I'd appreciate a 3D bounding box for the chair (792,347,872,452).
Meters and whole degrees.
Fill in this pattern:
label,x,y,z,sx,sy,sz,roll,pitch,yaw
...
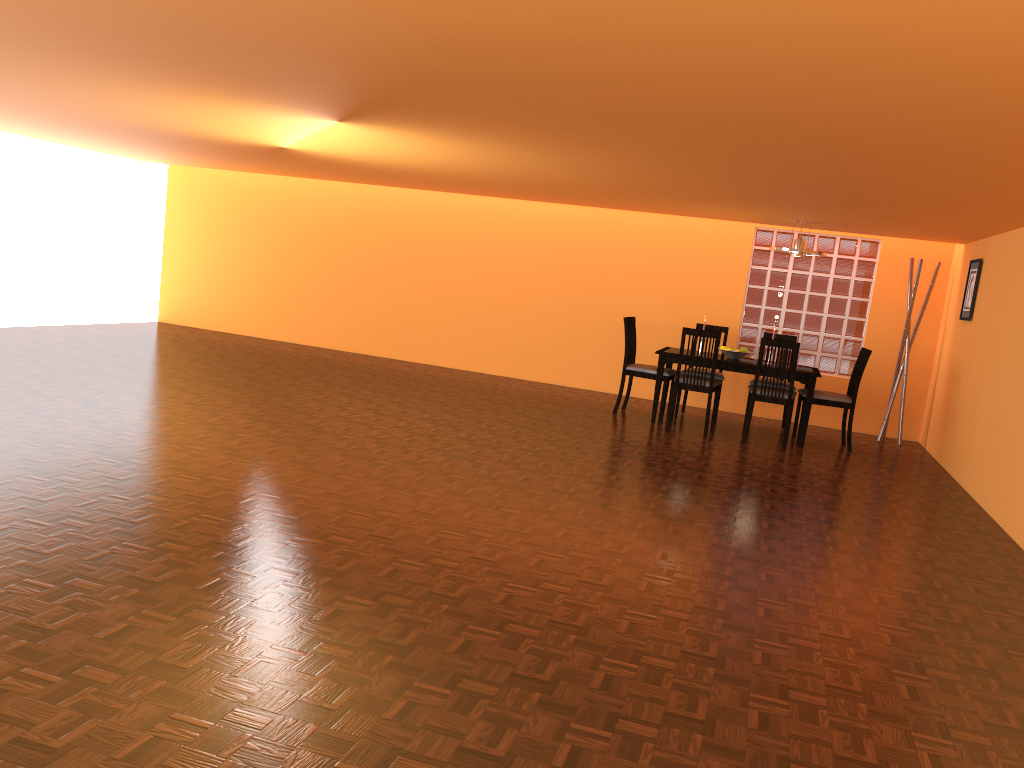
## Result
label,x,y,z,sx,sy,sz,roll,pitch,yaw
chair,2.512,0.091,6.988,0.465,0.809,0.373,8,8,11

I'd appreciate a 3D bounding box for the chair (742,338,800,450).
label,x,y,z,sx,sy,sz,roll,pitch,yaw
chair,1.982,0.058,6.754,0.373,0.809,0.465,9,8,16

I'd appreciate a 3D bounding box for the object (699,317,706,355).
label,x,y,z,sx,sy,sz,roll,pitch,yaw
object,1.538,-0.396,7.143,0.044,0.326,0.044,8,8,5

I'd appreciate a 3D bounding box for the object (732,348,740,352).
label,x,y,z,sx,sy,sz,roll,pitch,yaw
object,1.800,-0.253,7.103,0.066,0.070,0.055,7,8,-3

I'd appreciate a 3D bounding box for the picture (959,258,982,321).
label,x,y,z,sx,sy,sz,roll,pitch,yaw
picture,3.422,-0.701,6.620,0.014,0.456,0.361,9,8,16

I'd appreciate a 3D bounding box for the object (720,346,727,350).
label,x,y,z,sx,sy,sz,roll,pitch,yaw
object,1.705,-0.282,7.144,0.055,0.046,0.046,7,8,-1

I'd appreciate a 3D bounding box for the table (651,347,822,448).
label,x,y,z,sx,sy,sz,roll,pitch,yaw
table,1.790,0.091,7.185,1.259,0.584,0.697,9,8,16

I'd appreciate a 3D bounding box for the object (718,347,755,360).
label,x,y,z,sx,sy,sz,roll,pitch,yaw
object,1.795,-0.239,7.166,0.337,0.072,0.337,5,8,-18

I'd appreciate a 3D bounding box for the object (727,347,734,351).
label,x,y,z,sx,sy,sz,roll,pitch,yaw
object,1.779,-0.261,7.200,0.087,0.076,0.089,10,8,22

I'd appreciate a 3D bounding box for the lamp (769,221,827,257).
label,x,y,z,sx,sy,sz,roll,pitch,yaw
lamp,2.250,-1.133,6.929,0.435,0.274,0.435,13,10,38

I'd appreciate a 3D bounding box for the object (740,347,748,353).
label,x,y,z,sx,sy,sz,roll,pitch,yaw
object,1.869,-0.263,7.144,0.069,0.066,0.069,11,8,26

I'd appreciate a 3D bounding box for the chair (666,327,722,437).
label,x,y,z,sx,sy,sz,roll,pitch,yaw
chair,1.434,-0.030,6.911,0.373,0.809,0.465,9,8,16

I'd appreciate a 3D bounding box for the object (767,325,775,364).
label,x,y,z,sx,sy,sz,roll,pitch,yaw
object,2.077,-0.321,7.075,0.044,0.326,0.044,8,8,5

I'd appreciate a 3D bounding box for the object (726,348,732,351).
label,x,y,z,sx,sy,sz,roll,pitch,yaw
object,1.739,-0.262,7.112,0.046,0.046,0.055,4,8,-21

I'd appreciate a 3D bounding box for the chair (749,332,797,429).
label,x,y,z,sx,sy,sz,roll,pitch,yaw
chair,2.204,-0.012,7.484,0.373,0.809,0.465,9,8,16

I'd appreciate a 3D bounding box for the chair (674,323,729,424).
label,x,y,z,sx,sy,sz,roll,pitch,yaw
chair,1.656,-0.100,7.641,0.373,0.809,0.465,9,8,16

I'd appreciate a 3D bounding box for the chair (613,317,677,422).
label,x,y,z,sx,sy,sz,roll,pitch,yaw
chair,1.125,-0.132,7.394,0.465,0.809,0.373,10,8,21

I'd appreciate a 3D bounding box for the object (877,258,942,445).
label,x,y,z,sx,sy,sz,roll,pitch,yaw
object,3.352,-0.271,7.535,0.226,1.589,0.308,13,10,38
